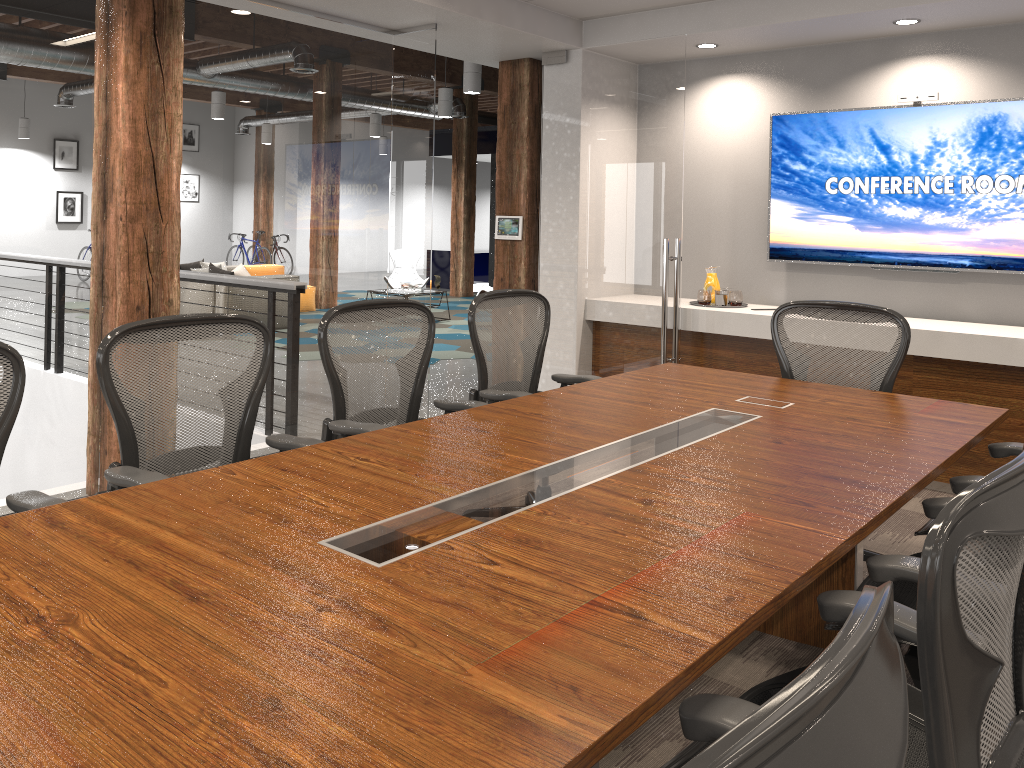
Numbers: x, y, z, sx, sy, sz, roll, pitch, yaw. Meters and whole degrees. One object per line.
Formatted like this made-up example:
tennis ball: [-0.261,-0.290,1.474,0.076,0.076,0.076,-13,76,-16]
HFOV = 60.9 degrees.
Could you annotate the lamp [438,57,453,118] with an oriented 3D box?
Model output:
lamp: [-0.925,-4.688,12.283,0.204,1.852,0.205,1,0,39]

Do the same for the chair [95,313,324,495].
chair: [-0.839,0.360,2.611,0.764,1.084,0.806,3,4,32]

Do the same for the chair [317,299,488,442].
chair: [-0.351,0.241,3.288,0.795,1.084,0.776,3,4,23]

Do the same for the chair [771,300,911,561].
chair: [1.285,0.222,3.568,0.772,1.084,0.798,3,4,23]

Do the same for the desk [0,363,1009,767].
desk: [-0.650,0.776,1.295,1.415,0.747,6.087,8,12,38]

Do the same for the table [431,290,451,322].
table: [-1.419,-1.063,11.751,0.850,0.384,0.855,8,11,39]

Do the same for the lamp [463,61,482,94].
lamp: [-0.432,-4.213,9.840,0.204,1.852,0.205,1,0,39]

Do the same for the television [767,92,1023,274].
television: [2.519,-1.251,5.405,1.924,1.099,0.065,8,4,39]

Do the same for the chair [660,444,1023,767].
chair: [0.546,0.614,1.423,0.795,1.084,0.775,3,4,25]

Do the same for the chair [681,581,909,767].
chair: [0.013,0.711,0.854,0.766,1.084,0.805,4,5,41]

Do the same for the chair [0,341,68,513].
chair: [-1.349,0.462,2.018,0.795,1.084,0.775,3,4,25]

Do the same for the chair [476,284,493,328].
chair: [-0.134,-1.202,11.361,0.788,0.916,0.683,0,4,-13]

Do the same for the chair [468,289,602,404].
chair: [0.173,0.144,3.854,0.803,1.084,0.767,-3,5,-45]

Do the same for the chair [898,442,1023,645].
chair: [1.562,0.390,2.714,0.766,1.084,0.805,4,5,41]

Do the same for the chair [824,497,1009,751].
chair: [1.058,0.497,2.094,0.802,1.084,0.768,-2,5,-40]
